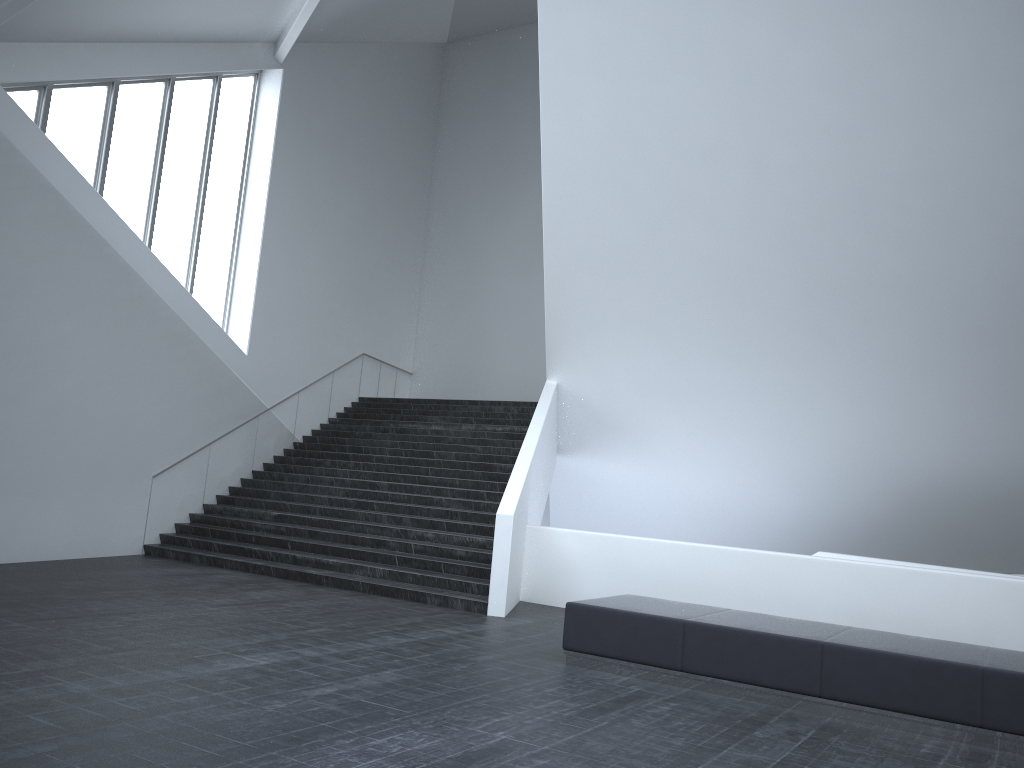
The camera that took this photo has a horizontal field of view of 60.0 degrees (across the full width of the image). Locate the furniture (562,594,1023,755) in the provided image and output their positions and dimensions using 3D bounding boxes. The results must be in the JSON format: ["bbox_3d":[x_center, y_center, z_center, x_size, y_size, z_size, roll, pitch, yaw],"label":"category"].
[{"bbox_3d":[3.315,2.467,7.401,5.742,0.580,1.488,1,-8,31],"label":"furniture"}]
